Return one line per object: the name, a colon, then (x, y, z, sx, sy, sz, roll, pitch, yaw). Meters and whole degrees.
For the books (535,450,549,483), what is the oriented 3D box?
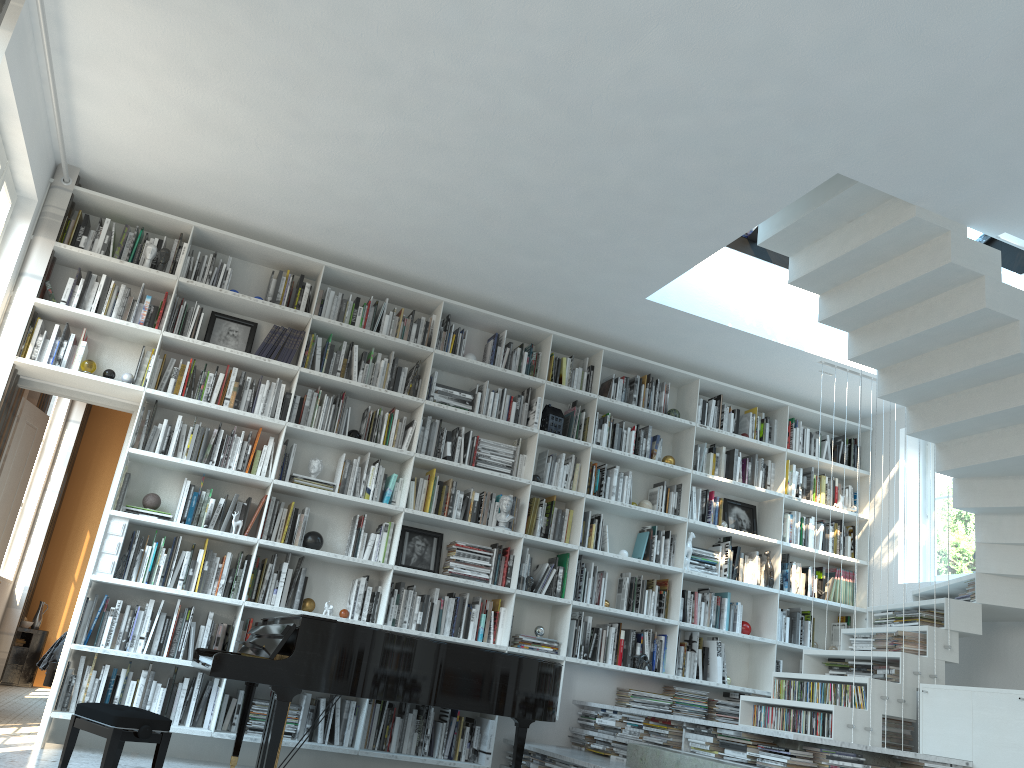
books: (0.204, 0.619, 6.340, 0.019, 0.284, 0.160, 15, -19, -19)

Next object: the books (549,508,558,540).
books: (0.255, 1.005, 6.249, 0.033, 0.252, 0.175, 15, -20, -19)

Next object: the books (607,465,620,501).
books: (0.725, 0.757, 6.522, 0.027, 0.294, 0.160, 15, -19, -19)

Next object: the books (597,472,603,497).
books: (0.603, 0.761, 6.465, 0.026, 0.215, 0.161, 15, -20, -19)

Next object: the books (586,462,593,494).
books: (0.530, 0.712, 6.454, 0.014, 0.277, 0.154, 15, -19, -19)

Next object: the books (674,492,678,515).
books: (1.181, 0.922, 6.652, 0.013, 0.203, 0.174, 15, -20, -19)

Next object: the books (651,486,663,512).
books: (1.075, 0.885, 6.636, 0.012, 0.231, 0.154, 15, -19, -19)

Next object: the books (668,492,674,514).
books: (1.151, 0.919, 6.653, 0.013, 0.201, 0.174, 15, -20, -19)

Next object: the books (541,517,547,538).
books: (0.197, 1.030, 6.237, 0.030, 0.180, 0.132, 15, -20, -19)

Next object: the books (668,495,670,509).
books: (1.136, 0.917, 6.660, 0.012, 0.205, 0.138, 15, -19, -19)

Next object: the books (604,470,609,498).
books: (0.644, 0.757, 6.469, 0.022, 0.236, 0.165, 15, -20, -19)

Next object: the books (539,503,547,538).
books: (0.182, 0.978, 6.242, 0.035, 0.277, 0.139, 15, -19, -19)

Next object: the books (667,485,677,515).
books: (1.172, 0.895, 6.657, 0.016, 0.256, 0.176, 15, -20, -19)

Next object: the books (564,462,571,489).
books: (0.370, 0.687, 6.380, 0.024, 0.233, 0.150, 15, -19, -19)

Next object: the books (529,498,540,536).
books: (0.130, 0.947, 6.199, 0.035, 0.292, 0.145, 15, -19, -19)

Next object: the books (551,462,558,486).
books: (0.269, 0.673, 6.347, 0.023, 0.206, 0.171, 15, -20, -19)

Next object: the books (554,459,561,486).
books: (0.287, 0.662, 6.351, 0.023, 0.235, 0.179, 15, -20, -19)

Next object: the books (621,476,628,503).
books: (0.791, 0.803, 6.527, 0.021, 0.231, 0.183, 15, -20, -19)

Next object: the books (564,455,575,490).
books: (0.390, 0.664, 6.397, 0.028, 0.292, 0.155, 15, -19, -19)

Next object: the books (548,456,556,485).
books: (0.249, 0.647, 6.345, 0.028, 0.249, 0.165, 15, -19, -19)

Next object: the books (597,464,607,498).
books: (0.633, 0.731, 6.464, 0.014, 0.279, 0.178, 15, -19, -19)

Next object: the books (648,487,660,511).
books: (1.055, 0.887, 6.633, 0.015, 0.219, 0.140, 15, -19, -19)

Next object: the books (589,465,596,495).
books: (0.547, 0.726, 6.439, 0.014, 0.247, 0.177, 15, -20, -19)

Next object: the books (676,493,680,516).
books: (1.203, 0.929, 6.664, 0.012, 0.205, 0.170, 15, -20, -19)

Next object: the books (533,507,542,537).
books: (0.153, 0.985, 6.205, 0.015, 0.231, 0.180, 15, -20, -19)

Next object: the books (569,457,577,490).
books: (0.404, 0.675, 6.398, 0.025, 0.276, 0.173, 15, -19, -19)

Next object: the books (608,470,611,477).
books: (0.678, 0.763, 6.499, 0.011, 0.256, 0.131, 15, -19, -19)

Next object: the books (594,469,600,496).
books: (0.587, 0.746, 6.461, 0.013, 0.235, 0.158, 15, -19, -19)

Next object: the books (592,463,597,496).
books: (0.571, 0.726, 6.481, 0.014, 0.283, 0.135, 15, -19, -19)

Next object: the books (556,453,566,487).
books: (0.313, 0.643, 6.344, 0.028, 0.274, 0.187, 15, -20, -19)

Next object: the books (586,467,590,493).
books: (0.506, 0.725, 6.445, 0.030, 0.241, 0.138, 15, -19, -19)

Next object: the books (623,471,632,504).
books: (0.819, 0.787, 6.531, 0.024, 0.271, 0.170, 15, -19, -19)

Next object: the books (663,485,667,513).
books: (1.103, 0.887, 6.646, 0.016, 0.243, 0.152, 15, -19, -19)

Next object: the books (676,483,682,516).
books: (1.218, 0.896, 6.672, 0.005, 0.277, 0.183, 15, -19, -19)

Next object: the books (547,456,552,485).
books: (0.230, 0.647, 6.343, 0.024, 0.241, 0.159, 15, -19, -19)

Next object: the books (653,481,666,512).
books: (1.095, 0.869, 6.635, 0.015, 0.266, 0.164, 15, -19, -19)

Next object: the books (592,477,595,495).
books: (0.554, 0.766, 6.445, 0.021, 0.178, 0.137, 15, -20, -19)

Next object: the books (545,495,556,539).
books: (0.246, 0.960, 6.254, 0.022, 0.336, 0.169, 15, -19, -19)

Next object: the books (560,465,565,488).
books: (0.318, 0.687, 6.346, 0.024, 0.194, 0.173, 15, -20, -19)

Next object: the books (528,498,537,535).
books: (0.113, 0.947, 6.209, 0.035, 0.292, 0.145, 15, -19, -19)

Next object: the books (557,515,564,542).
books: (0.301, 1.036, 6.242, 0.034, 0.203, 0.181, 15, -20, -19)

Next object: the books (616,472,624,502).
books: (0.751, 0.784, 6.509, 0.025, 0.244, 0.184, 15, -20, -19)

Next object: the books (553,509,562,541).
books: (0.285, 1.010, 6.233, 0.027, 0.241, 0.189, 15, -20, -19)

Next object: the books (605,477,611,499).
books: (0.659, 0.786, 6.478, 0.025, 0.193, 0.171, 15, -20, -19)

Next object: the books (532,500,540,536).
books: (0.136, 0.954, 6.217, 0.035, 0.292, 0.145, 15, -19, -19)

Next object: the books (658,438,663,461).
books: (1.089, 0.535, 6.743, 0.026, 0.228, 0.141, 15, -19, -19)

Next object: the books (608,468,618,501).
books: (0.707, 0.759, 6.485, 0.030, 0.262, 0.182, 15, -20, -19)

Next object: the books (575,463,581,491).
books: (0.434, 0.702, 6.402, 0.026, 0.237, 0.173, 15, -20, -19)

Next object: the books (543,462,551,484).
books: (0.216, 0.664, 6.309, 0.028, 0.185, 0.181, 15, -20, -19)

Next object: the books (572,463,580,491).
books: (0.422, 0.697, 6.381, 0.028, 0.229, 0.177, 15, -20, -19)

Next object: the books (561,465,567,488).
books: (0.334, 0.692, 6.355, 0.027, 0.196, 0.185, 15, -20, -19)

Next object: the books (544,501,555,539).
books: (0.238, 0.973, 6.226, 0.019, 0.292, 0.182, 15, -19, -19)

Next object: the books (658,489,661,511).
books: (1.065, 0.896, 6.630, 0.005, 0.204, 0.154, 15, -20, -19)

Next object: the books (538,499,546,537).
books: (0.174, 0.960, 6.218, 0.019, 0.293, 0.164, 15, -19, -19)

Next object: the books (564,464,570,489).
books: (0.354, 0.691, 6.365, 0.029, 0.210, 0.158, 15, -20, -19)

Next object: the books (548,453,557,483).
books: (0.264, 0.639, 6.355, 0.019, 0.274, 0.146, 15, -19, -19)

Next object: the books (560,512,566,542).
books: (0.320, 1.031, 6.274, 0.028, 0.238, 0.146, 15, -19, -19)

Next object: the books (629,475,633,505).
books: (0.844, 0.812, 6.561, 0.034, 0.253, 0.161, 15, -19, -19)

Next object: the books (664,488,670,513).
books: (1.126, 0.902, 6.654, 0.016, 0.227, 0.160, 15, -20, -19)
